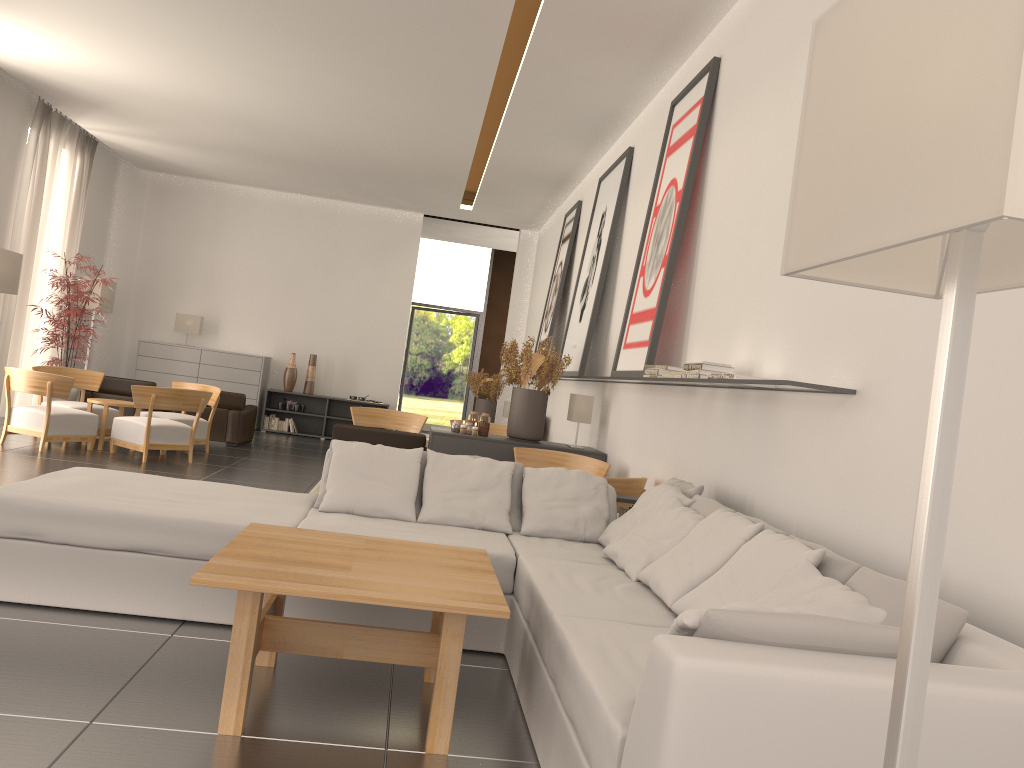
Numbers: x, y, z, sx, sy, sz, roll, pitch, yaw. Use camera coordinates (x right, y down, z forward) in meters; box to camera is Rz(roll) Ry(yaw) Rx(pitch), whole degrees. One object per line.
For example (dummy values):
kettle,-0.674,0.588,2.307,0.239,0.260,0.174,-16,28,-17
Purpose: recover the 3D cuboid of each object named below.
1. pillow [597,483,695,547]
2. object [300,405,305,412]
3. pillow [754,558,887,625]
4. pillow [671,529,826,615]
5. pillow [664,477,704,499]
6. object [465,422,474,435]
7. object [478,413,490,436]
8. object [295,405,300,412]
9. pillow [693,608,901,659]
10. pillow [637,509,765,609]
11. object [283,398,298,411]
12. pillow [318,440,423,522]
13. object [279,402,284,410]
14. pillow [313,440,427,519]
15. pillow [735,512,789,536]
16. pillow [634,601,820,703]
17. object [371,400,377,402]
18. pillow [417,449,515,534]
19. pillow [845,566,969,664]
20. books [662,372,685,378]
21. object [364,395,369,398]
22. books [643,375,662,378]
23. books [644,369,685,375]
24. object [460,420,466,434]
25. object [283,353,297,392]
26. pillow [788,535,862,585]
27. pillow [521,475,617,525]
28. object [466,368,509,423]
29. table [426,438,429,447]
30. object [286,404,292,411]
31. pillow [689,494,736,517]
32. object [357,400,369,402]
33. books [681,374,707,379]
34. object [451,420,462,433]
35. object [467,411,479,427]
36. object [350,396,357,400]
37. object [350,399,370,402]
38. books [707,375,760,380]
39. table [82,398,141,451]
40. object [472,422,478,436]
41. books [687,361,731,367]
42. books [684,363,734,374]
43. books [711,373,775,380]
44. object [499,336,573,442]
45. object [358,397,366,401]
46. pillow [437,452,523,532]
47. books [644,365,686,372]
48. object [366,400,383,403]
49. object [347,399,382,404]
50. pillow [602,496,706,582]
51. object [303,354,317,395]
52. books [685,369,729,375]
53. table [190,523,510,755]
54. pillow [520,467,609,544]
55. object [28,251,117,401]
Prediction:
pillow,1.063,1.105,7.215,0.586,0.596,0.819,8,-1,-6
object,-5.371,0.631,22.717,0.135,0.179,0.136,8,-1,0
pillow,1.335,1.164,4.238,0.590,0.562,0.803,8,0,-11
pillow,1.309,1.115,4.952,0.585,0.599,0.801,8,-1,-7
pillow,1.194,1.102,7.522,0.643,0.658,0.883,8,-1,-7
object,-0.607,0.618,12.370,0.157,0.158,0.158,8,-1,-33
object,-0.387,0.564,12.476,0.158,0.325,0.157,7,-1,31
object,-5.457,0.619,22.500,0.135,0.179,0.135,8,-1,-36
pillow,1.030,1.110,3.379,0.918,0.581,0.549,8,-1,-7
pillow,1.221,1.105,5.763,0.585,0.599,0.801,8,-1,-7
object,-5.666,0.525,22.661,0.414,0.310,0.142,8,-1,9
pillow,-1.181,0.809,7.556,0.801,0.599,0.585,8,-1,-7
object,-5.864,0.564,22.503,0.135,0.179,0.136,8,-1,-5
pillow,-1.197,0.828,7.696,0.918,0.577,0.549,8,-1,-6
pillow,1.357,1.143,5.776,0.549,0.581,0.919,8,0,-6
pillow,0.925,1.096,3.467,0.797,0.580,0.625,8,-1,-8
object,-3.588,0.431,22.884,0.014,0.015,0.515,8,0,-30
pillow,-0.380,0.920,7.643,0.801,0.595,0.595,8,-1,-6
pillow,1.547,1.165,4.022,0.549,0.581,0.919,8,0,-6
books,1.633,-0.061,8.324,0.301,0.064,0.407,8,0,-16
object,-3.847,0.343,23.075,0.261,0.152,0.086,8,-1,-38
books,1.569,-0.052,8.942,0.376,0.032,0.504,8,0,-6
books,1.589,-0.098,8.933,0.391,0.063,0.497,8,0,-6
object,-0.673,0.594,12.256,0.076,0.187,0.076,8,-1,10
object,-5.611,-0.295,22.511,0.327,0.992,0.326,7,-1,17
pillow,1.453,1.154,4.891,0.549,0.581,0.919,8,0,-6
pillow,0.521,1.102,7.896,0.918,0.510,0.615,8,-1,-4
object,-0.672,0.330,21.977,0.928,1.554,1.584,7,-1,22
table,-1.318,1.392,15.275,0.798,0.904,0.796,8,-1,16
object,-5.659,0.592,22.451,0.135,0.179,0.136,8,-1,-5
pillow,1.261,1.131,6.668,0.549,0.581,0.919,8,0,-6
object,-3.826,0.432,22.665,0.514,0.015,0.014,8,-1,-8
books,1.679,-0.044,7.606,0.316,0.040,0.504,8,0,-6
object,-0.775,0.595,12.464,0.157,0.158,0.158,8,-1,-33
object,-0.555,0.541,12.570,0.157,0.325,0.157,8,-1,-14
object,-4.119,0.358,23.019,0.188,0.082,0.188,7,0,44
object,-3.898,0.422,22.696,0.514,0.015,0.014,8,-1,-14
books,1.786,-0.028,6.936,0.337,0.034,0.517,8,0,-11
table,-6.865,0.698,15.208,0.870,0.803,0.869,8,-1,16
object,-0.506,0.616,12.197,0.080,0.187,0.080,8,-1,3
books,1.689,-0.167,7.614,0.256,0.023,0.434,8,0,-6
books,1.681,-0.129,7.598,0.284,0.053,0.485,8,0,-6
books,1.801,-0.052,6.931,0.337,0.018,0.433,8,0,-11
object,0.476,0.063,12.689,1.422,1.554,1.436,8,-1,6
object,-3.898,0.388,23.038,0.188,0.082,0.188,8,0,8
pillow,-0.334,0.945,7.785,0.918,0.592,0.557,8,-1,-6
books,1.580,-0.151,8.936,0.299,0.040,0.526,8,0,-16
object,-3.565,0.458,22.915,0.406,0.034,0.293,8,0,42
object,-3.783,0.447,22.858,0.893,0.003,0.671,8,0,-4
pillow,1.085,1.135,6.549,0.590,0.562,0.803,8,0,-11
object,-5.166,-0.250,22.781,0.262,1.025,0.262,8,-1,-3
books,1.716,-0.079,7.611,0.350,0.039,0.525,8,0,-1
table,-0.938,1.465,5.243,1.600,0.840,1.600,8,0,-6
pillow,0.470,1.043,7.742,0.797,0.580,0.625,8,-1,-5
object,-8.584,-0.837,17.042,1.488,3.399,1.772,8,-1,-21
